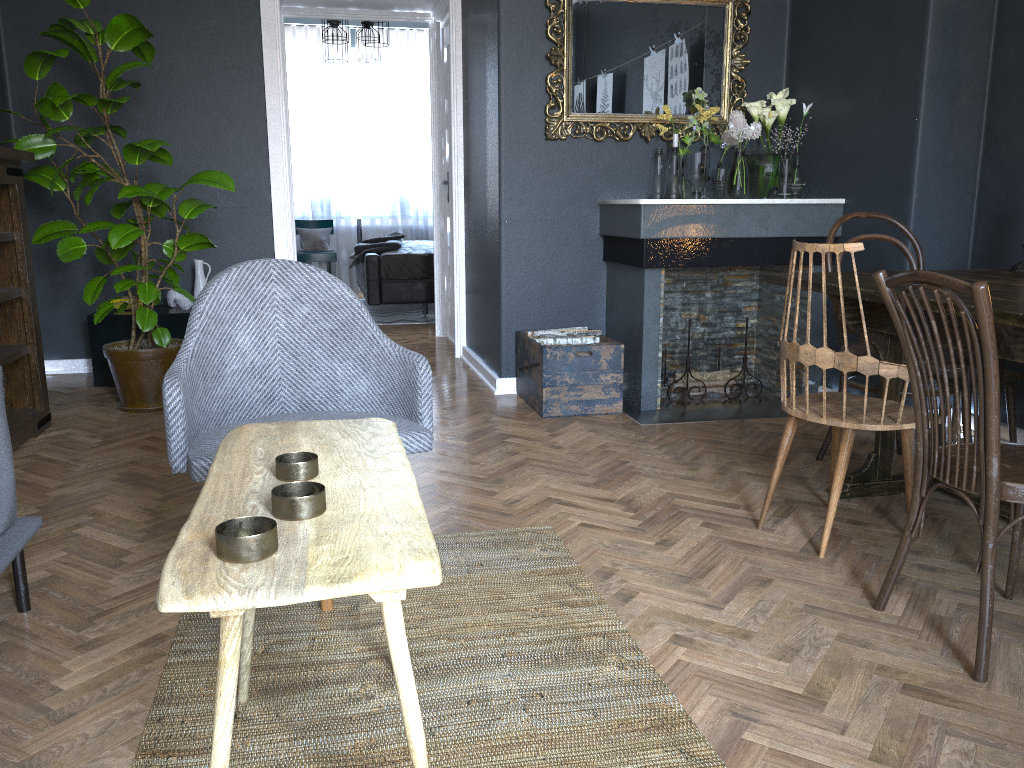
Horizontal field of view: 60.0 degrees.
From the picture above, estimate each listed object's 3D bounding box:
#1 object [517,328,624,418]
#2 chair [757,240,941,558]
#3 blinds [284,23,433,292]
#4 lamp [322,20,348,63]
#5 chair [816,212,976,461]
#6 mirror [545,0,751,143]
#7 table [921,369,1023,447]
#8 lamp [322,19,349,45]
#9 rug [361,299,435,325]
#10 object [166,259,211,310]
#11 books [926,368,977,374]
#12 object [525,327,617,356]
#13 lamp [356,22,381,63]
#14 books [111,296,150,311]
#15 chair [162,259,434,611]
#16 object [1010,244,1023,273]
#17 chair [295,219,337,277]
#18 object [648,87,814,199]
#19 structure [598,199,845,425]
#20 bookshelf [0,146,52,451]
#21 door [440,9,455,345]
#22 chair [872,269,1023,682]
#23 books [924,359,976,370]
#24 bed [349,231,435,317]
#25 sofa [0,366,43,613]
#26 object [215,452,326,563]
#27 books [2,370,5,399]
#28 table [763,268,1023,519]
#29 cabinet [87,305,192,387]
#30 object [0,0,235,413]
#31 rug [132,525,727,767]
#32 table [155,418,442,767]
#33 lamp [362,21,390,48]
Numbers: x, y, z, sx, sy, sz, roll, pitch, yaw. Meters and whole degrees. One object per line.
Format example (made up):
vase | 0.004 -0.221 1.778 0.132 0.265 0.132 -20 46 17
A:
object | 0.267 -0.065 4.289 0.383 0.327 0.551 -3 12 -12
chair | 0.957 0.023 2.535 0.383 0.859 0.455 -6 14 -26
blinds | -1.624 -2.418 9.700 3.992 2.798 0.311 -3 13 -12
lamp | -1.566 -3.258 7.789 0.210 0.807 0.209 0 12 2
chair | 1.369 -0.139 3.140 0.438 0.923 0.547 -2 12 -9
mirror | 0.674 -1.591 4.347 1.056 0.787 0.066 -3 13 -12
table | 1.753 0.089 3.545 0.364 0.319 0.368 -3 12 -12
lamp | -1.487 -3.232 7.407 0.210 0.716 0.209 0 12 2
rug | -0.823 -0.697 8.264 1.458 0.013 2.039 -3 12 -12
object | -1.837 -0.560 4.955 0.228 0.269 0.228 4 13 21
books | 1.752 -0.077 3.526 0.219 0.013 0.272 8 14 33
object | 0.271 -0.140 4.274 0.370 0.247 0.531 -3 12 -12
lamp | -1.327 -3.359 8.141 0.210 0.749 0.209 0 12 2
books | -2.102 -0.448 4.921 0.214 0.066 0.161 -4 12 -16
chair | -0.555 0.104 2.244 0.644 0.814 0.493 -8 14 -33
object | 1.782 -0.561 2.830 0.223 0.421 0.367 -3 12 -11
chair | -2.079 -1.334 9.406 0.435 0.801 0.590 -3 12 -12
object | 1.073 -1.177 4.308 0.727 0.548 0.473 -2 12 -9
structure | 0.999 -0.392 4.295 1.065 0.984 0.831 -3 12 -12
bookshelf | -2.022 -0.203 2.886 0.451 1.176 1.912 -3 12 -12
door | -0.356 -1.340 5.896 0.162 2.194 0.854 -3 12 -12
chair | 1.041 0.165 1.902 0.467 0.822 0.362 -3 12 -12
books | 1.734 -0.094 3.520 0.207 0.025 0.262 7 13 30
bed | -0.329 -1.295 8.277 2.374 1.165 2.258 -3 12 -12
sofa | -1.336 0.378 0.943 0.970 0.801 2.333 -3 12 -12
object | -0.302 0.155 1.199 0.103 0.033 0.367 0 11 -1
books | -2.228 0.034 3.752 0.179 0.193 0.122 -2 12 -9
table | 1.547 0.119 2.357 1.126 0.730 1.599 -3 12 -12
cabinet | -1.956 -0.225 4.968 0.650 0.391 0.455 -3 12 -12
object | -1.868 -0.816 4.106 1.118 1.905 0.761 -4 13 -18
rug | -0.163 0.646 1.618 1.003 0.013 2.005 -3 12 -12
table | -0.303 0.412 1.395 0.339 0.551 0.785 -3 12 -12
lamp | -1.116 -3.158 7.202 0.210 0.772 0.209 0 12 2
